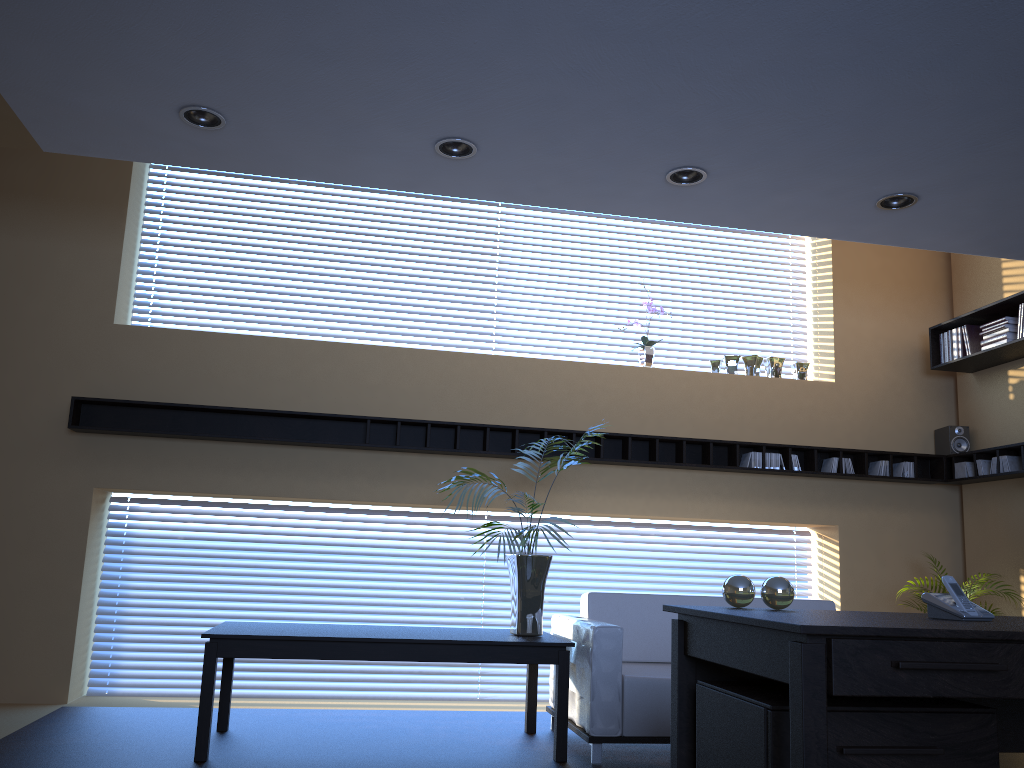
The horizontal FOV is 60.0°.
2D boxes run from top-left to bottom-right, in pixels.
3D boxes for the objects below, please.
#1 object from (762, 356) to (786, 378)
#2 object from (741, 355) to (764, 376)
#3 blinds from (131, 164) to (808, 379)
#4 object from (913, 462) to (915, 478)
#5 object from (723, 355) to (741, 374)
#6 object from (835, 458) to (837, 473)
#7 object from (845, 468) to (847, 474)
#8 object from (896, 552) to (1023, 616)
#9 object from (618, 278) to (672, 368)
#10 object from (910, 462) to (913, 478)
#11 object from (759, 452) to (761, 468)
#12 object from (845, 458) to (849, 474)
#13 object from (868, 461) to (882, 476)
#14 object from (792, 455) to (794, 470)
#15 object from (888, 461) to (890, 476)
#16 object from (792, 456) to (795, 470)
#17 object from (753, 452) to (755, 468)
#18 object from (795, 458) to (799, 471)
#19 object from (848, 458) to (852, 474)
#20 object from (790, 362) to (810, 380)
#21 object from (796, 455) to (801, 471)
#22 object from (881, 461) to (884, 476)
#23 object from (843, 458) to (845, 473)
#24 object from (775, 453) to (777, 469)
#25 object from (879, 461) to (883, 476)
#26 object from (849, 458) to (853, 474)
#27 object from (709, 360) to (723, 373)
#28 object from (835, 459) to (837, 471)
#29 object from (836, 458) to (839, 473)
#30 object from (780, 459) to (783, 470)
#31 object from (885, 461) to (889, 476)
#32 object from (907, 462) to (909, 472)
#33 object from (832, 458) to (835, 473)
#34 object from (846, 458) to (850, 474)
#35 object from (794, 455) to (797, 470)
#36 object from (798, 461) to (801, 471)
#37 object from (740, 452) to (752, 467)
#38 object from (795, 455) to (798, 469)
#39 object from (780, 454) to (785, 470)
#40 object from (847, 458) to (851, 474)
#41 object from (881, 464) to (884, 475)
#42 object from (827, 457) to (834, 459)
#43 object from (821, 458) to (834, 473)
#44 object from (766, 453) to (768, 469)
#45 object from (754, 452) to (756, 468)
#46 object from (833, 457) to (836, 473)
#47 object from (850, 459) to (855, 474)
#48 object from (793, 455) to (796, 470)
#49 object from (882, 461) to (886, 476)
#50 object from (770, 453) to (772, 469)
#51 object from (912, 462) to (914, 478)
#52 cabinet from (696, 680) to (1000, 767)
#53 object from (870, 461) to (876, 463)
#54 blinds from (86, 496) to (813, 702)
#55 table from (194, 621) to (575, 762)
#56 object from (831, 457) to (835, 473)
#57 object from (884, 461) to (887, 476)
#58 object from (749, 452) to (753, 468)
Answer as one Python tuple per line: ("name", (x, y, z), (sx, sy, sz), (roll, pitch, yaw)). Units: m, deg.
("object", (2.097, -0.118, 7.107), (0.144, 0.173, 0.137), (6, -11, -19))
("object", (1.921, -0.130, 7.080), (0.137, 0.173, 0.145), (-7, -14, 39))
("blinds", (-0.137, -0.855, 7.109), (5.393, 1.454, 0.039), (4, -10, -10))
("object", (3.111, 0.683, 6.964), (0.009, 0.119, 0.143), (4, -11, -10))
("object", (1.745, -0.138, 7.044), (0.133, 0.159, 0.126), (0, -11, 10))
("object", (2.468, 0.636, 6.858), (0.030, 0.119, 0.143), (4, -11, -10))
("object", (2.552, 0.642, 6.870), (0.030, 0.123, 0.143), (4, -11, -10))
("object", (3.162, 1.788, 6.231), (0.841, 1.235, 0.692), (-2, -11, 23))
("object", (1.097, -0.450, 6.979), (0.438, 0.692, 0.353), (8, -12, -30))
("object", (3.092, 0.681, 6.955), (0.009, 0.119, 0.143), (4, -11, -10))
("object", (1.856, 0.589, 6.747), (0.009, 0.119, 0.143), (4, -11, -10))
("object", (2.554, 0.641, 6.866), (0.030, 0.119, 0.143), (4, -11, -10))
("object", (2.827, 0.664, 6.916), (0.040, 0.118, 0.143), (4, -11, -10))
("object", (2.118, 0.608, 6.788), (0.030, 0.119, 0.143), (4, -11, -10))
("object", (2.903, 0.668, 6.930), (0.009, 0.119, 0.143), (4, -11, -10))
("object", (2.119, 0.608, 6.786), (0.026, 0.117, 0.140), (4, -11, -10))
("object", (1.806, 0.584, 6.733), (0.009, 0.119, 0.143), (4, -11, -10))
("object", (2.147, 0.612, 6.800), (0.030, 0.119, 0.143), (4, -11, -10))
("object", (2.584, 0.644, 6.872), (0.030, 0.119, 0.143), (4, -11, -10))
("object", (2.321, -0.089, 7.145), (0.124, 0.148, 0.118), (4, -11, -10))
("object", (2.163, 0.613, 6.798), (0.040, 0.118, 0.143), (4, -11, -10))
("object", (2.853, 0.663, 6.916), (0.026, 0.117, 0.140), (4, -11, -10))
("object", (2.533, 0.640, 6.863), (0.009, 0.119, 0.143), (4, -11, -10))
("object", (1.982, 0.598, 6.765), (0.009, 0.119, 0.143), (4, -11, -10))
("object", (2.842, 0.664, 6.920), (0.030, 0.119, 0.143), (4, -11, -10))
("object", (2.585, 0.643, 6.867), (0.026, 0.117, 0.140), (4, -11, -10))
("object", (1.615, -0.125, 7.018), (0.090, 0.113, 0.095), (-3, -12, 25))
("object", (2.468, 0.636, 6.856), (0.026, 0.117, 0.140), (4, -11, -10))
("object", (2.478, 0.637, 6.859), (0.030, 0.119, 0.143), (4, -11, -10))
("object", (2.034, 0.604, 6.779), (0.041, 0.122, 0.143), (4, -11, -10))
("object", (2.894, 0.667, 6.925), (0.009, 0.119, 0.143), (4, -11, -10))
("object", (3.062, 0.679, 6.950), (0.009, 0.119, 0.143), (4, -11, -10))
("object", (2.448, 0.634, 6.850), (0.026, 0.117, 0.140), (4, -11, -10))
("object", (2.565, 0.641, 6.864), (0.030, 0.119, 0.143), (4, -11, -10))
("object", (2.138, 0.610, 6.795), (0.030, 0.119, 0.143), (4, -11, -10))
("object", (2.163, 0.613, 6.797), (0.036, 0.115, 0.140), (4, -11, -10))
("object", (1.772, 0.583, 6.729), (0.040, 0.118, 0.143), (4, -11, -10))
("object", (2.148, 0.611, 6.798), (0.026, 0.117, 0.140), (4, -11, -10))
("object", (2.035, 0.603, 6.777), (0.040, 0.118, 0.143), (4, -11, -10))
("object", (2.574, 0.643, 6.869), (0.030, 0.119, 0.143), (4, -11, -10))
("object", (2.853, 0.664, 6.919), (0.030, 0.119, 0.143), (4, -11, -10))
("object", (2.434, 0.634, 6.847), (0.041, 0.122, 0.143), (4, -11, -10))
("object", (2.434, 0.633, 6.845), (0.040, 0.118, 0.143), (4, -11, -10))
("object", (1.910, 0.593, 6.755), (0.009, 0.119, 0.143), (4, -11, -10))
("object", (1.816, 0.585, 6.736), (0.009, 0.119, 0.143), (4, -11, -10))
("object", (2.459, 0.635, 6.852), (0.030, 0.119, 0.143), (4, -11, -10))
("object", (2.599, 0.646, 6.875), (0.040, 0.118, 0.143), (4, -11, -10))
("object", (2.128, 0.609, 6.790), (0.030, 0.119, 0.143), (4, -11, -10))
("object", (2.863, 0.665, 6.919), (0.030, 0.119, 0.143), (4, -11, -10))
("object", (1.942, 0.594, 6.756), (0.009, 0.119, 0.143), (4, -11, -10))
("object", (3.103, 0.681, 6.956), (0.009, 0.119, 0.143), (4, -11, -10))
("cabinet", (0.893, 1.193, 2.398), (0.634, 0.677, 0.502), (4, -11, -10))
("object", (2.828, 0.664, 6.918), (0.041, 0.122, 0.143), (4, -11, -10))
("blinds", (-0.239, 1.668, 6.660), (5.393, 1.361, 0.047), (4, -10, -10))
("table", (-0.691, 1.680, 4.906), (1.895, 0.600, 0.901), (4, -11, -10))
("object", (2.448, 0.634, 6.852), (0.030, 0.119, 0.143), (4, -11, -10))
("object", (2.874, 0.665, 6.918), (0.030, 0.119, 0.143), (4, -11, -10))
("object", (1.796, 0.583, 6.732), (0.009, 0.119, 0.143), (4, -11, -10))
